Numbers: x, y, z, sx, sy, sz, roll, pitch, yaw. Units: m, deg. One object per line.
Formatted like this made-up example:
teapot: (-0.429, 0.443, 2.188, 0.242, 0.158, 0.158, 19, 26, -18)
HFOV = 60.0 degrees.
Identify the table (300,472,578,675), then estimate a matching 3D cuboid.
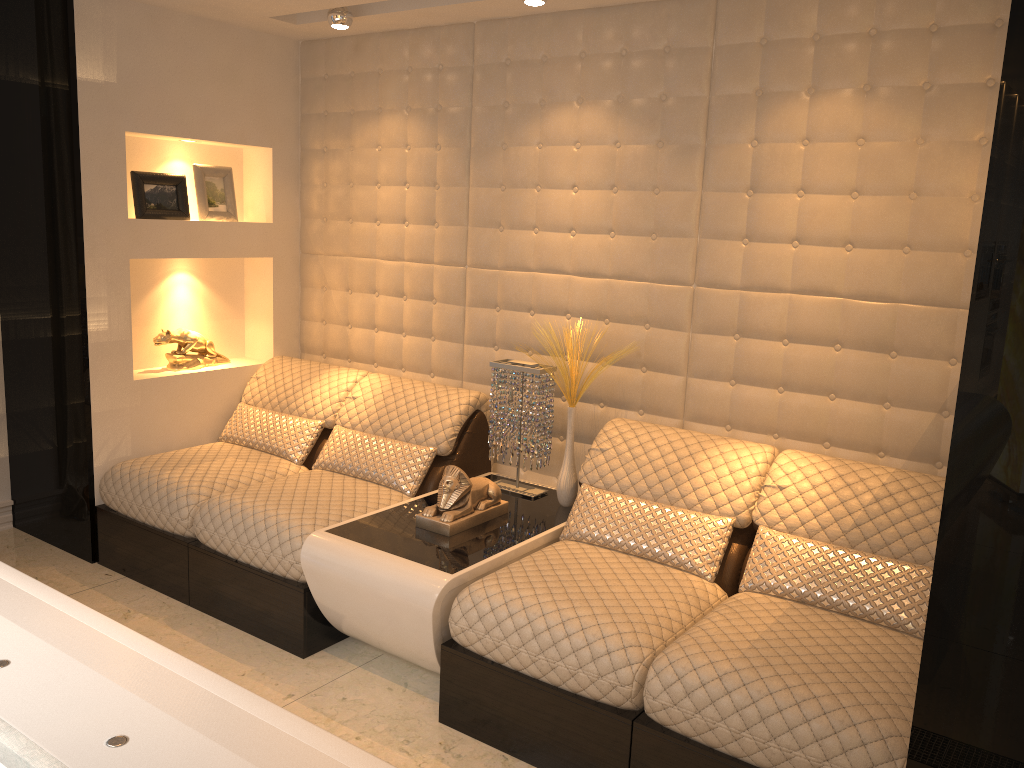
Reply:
table: (-0.147, 0.706, 3.287, 0.608, 0.457, 1.143, 10, 13, 34)

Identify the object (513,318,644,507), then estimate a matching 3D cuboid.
object: (0.239, 0.127, 3.310, 0.390, 0.718, 0.388, 8, 12, 26)

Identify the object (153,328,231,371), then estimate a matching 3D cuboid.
object: (-1.507, -0.169, 4.197, 0.124, 0.202, 0.409, 11, 13, 38)

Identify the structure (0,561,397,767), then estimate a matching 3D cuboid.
structure: (-1.589, 0.830, 1.256, 2.912, 0.812, 1.659, 10, 13, 34)

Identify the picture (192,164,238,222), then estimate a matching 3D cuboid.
picture: (-1.380, -0.880, 4.115, 0.094, 0.262, 0.211, 10, 13, 34)

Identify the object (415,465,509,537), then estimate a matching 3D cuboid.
object: (-0.172, 0.383, 3.181, 0.155, 0.217, 0.344, 10, 13, 34)

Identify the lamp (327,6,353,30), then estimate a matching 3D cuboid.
lamp: (-0.707, -1.527, 3.646, 0.107, 0.127, 0.107, 6, 11, 16)

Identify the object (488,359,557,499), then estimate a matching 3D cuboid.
object: (0.031, 0.171, 3.530, 0.247, 0.522, 0.124, 10, 13, 34)

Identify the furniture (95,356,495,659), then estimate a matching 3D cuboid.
furniture: (-0.911, 0.395, 3.797, 1.312, 0.810, 1.107, 10, 13, 34)

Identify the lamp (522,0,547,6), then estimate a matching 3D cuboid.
lamp: (0.081, -1.390, 3.099, 0.107, 0.127, 0.107, 6, 11, 16)

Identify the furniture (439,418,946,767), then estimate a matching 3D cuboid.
furniture: (0.640, 0.664, 2.719, 1.312, 0.810, 1.107, 10, 13, 34)

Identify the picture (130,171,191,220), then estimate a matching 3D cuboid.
picture: (-1.547, -0.820, 3.893, 0.090, 0.209, 0.264, 10, 13, 34)
